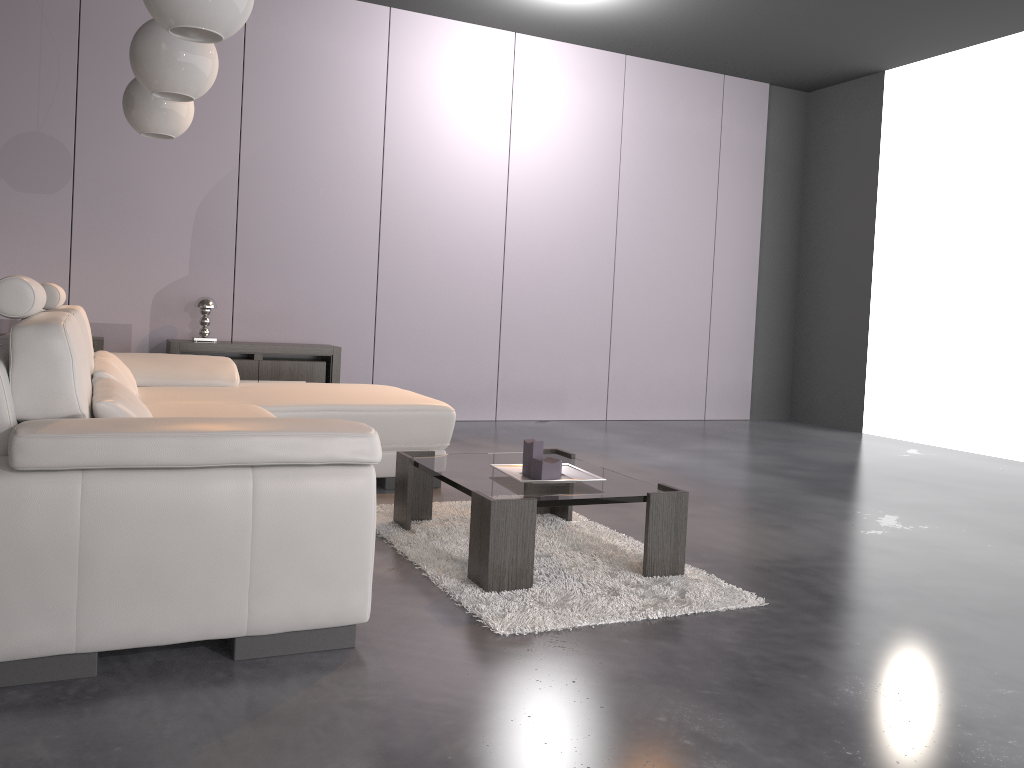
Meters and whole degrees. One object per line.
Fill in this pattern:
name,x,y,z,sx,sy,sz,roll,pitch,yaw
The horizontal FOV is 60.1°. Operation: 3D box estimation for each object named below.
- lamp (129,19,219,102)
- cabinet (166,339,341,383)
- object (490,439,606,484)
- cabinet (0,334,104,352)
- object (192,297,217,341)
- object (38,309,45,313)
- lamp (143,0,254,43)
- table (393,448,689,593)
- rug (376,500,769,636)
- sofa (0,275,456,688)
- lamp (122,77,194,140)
lamp,-1.211,-1.761,3.241,0.306,1.413,0.308,2,2,-22
cabinet,-1.714,0.007,5.871,1.071,0.554,0.378,1,3,-25
object,0.119,0.256,3.021,0.304,0.136,0.305,1,4,-21
cabinet,-3.024,-0.014,5.258,1.071,0.554,0.378,1,3,-25
object,-1.991,-0.424,5.750,0.140,0.284,0.140,2,2,-25
object,-2.878,-0.426,5.384,0.089,0.263,0.089,4,2,26
lamp,-0.851,-1.683,2.466,0.307,1.413,0.307,4,2,32
table,0.059,0.438,3.130,0.700,0.270,0.908,1,5,-25
rug,0.050,0.577,3.117,0.916,0.023,1.531,1,5,-25
sofa,-0.926,0.084,3.400,1.867,0.857,2.870,1,4,-25
lamp,-1.590,-1.842,4.046,0.306,1.413,0.308,2,2,-22
